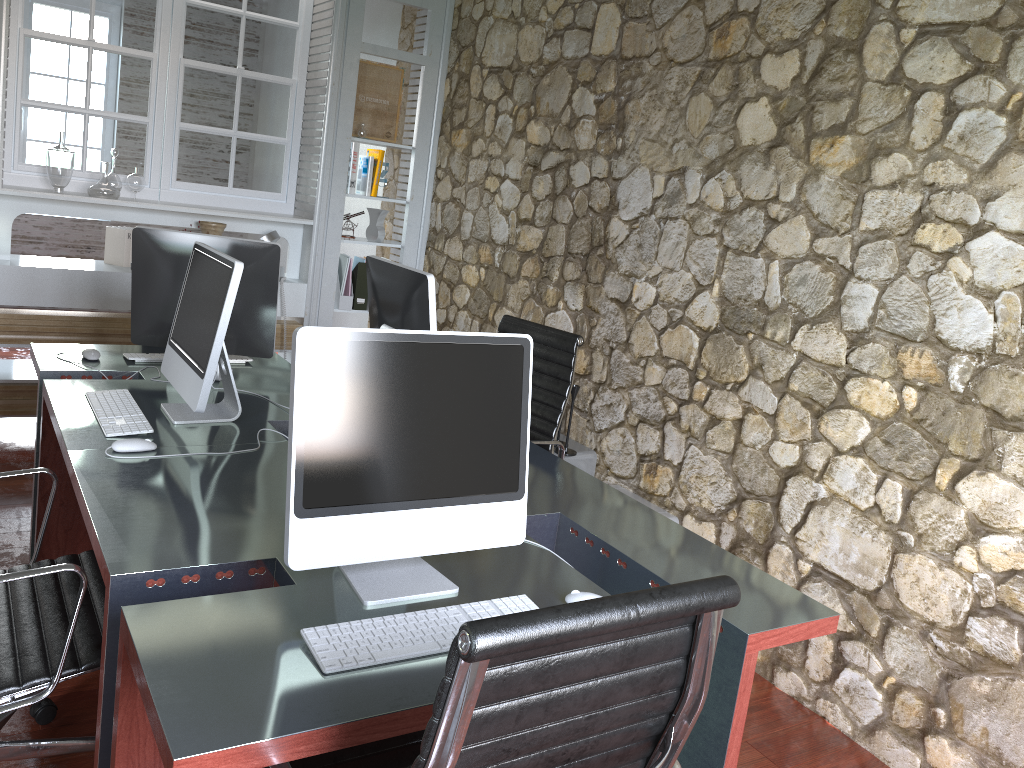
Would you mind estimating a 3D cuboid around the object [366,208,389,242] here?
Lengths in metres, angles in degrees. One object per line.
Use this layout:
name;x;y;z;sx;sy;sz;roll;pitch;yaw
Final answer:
object;-0.790;-0.923;5.155;0.127;0.187;0.063;13;11;29

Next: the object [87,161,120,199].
object;-1.993;-0.986;4.331;0.149;0.199;0.148;16;13;39

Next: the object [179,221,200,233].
object;-1.655;-0.701;4.559;0.129;0.285;0.128;12;10;23

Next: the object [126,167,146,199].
object;-1.938;-1.020;4.559;0.095;0.186;0.094;14;11;31

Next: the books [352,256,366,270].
books;-0.915;-0.595;5.173;0.039;0.286;0.196;3;11;-28

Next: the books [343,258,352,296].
books;-0.965;-0.598;5.161;0.022;0.286;0.196;4;11;-25

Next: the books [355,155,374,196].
books;-0.849;-1.201;5.105;0.026;0.221;0.163;2;11;-33

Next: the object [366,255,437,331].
object;-0.391;-0.152;2.893;0.189;0.481;0.488;2;12;-33

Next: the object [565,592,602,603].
object;0.151;0.413;1.674;0.107;0.028;0.059;13;13;25

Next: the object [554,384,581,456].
object;0.242;0.147;3.676;0.095;0.286;0.096;1;12;-37

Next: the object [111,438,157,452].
object;-0.944;0.151;2.214;0.106;0.028;0.059;0;14;-34

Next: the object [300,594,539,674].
object;-0.130;0.418;1.504;0.438;0.017;0.120;0;14;-33

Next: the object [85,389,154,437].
object;-1.110;0.076;2.491;0.118;0.017;0.443;0;14;-32

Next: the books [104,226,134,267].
books;-2.019;-0.720;4.640;0.143;0.192;0.151;12;11;22

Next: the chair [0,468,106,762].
chair;-1.090;0.449;1.854;0.699;1.014;0.671;0;13;-38

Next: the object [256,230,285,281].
object;-1.343;-0.706;4.823;0.166;0.270;0.189;8;10;2

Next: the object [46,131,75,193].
object;-2.188;-1.062;4.286;0.129;0.313;0.130;6;9;-8

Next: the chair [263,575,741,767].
chair;-0.113;0.685;1.363;0.664;1.014;0.706;2;11;-29

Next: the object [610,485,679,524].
object;0.359;0.631;3.443;0.362;0.384;0.404;1;12;-33

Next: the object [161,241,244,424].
object;-0.878;-0.145;2.553;0.189;0.481;0.488;2;12;-33

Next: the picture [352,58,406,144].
picture;-0.776;-1.596;5.009;0.326;0.431;0.009;1;11;-33

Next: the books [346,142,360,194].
books;-0.944;-1.237;5.066;0.042;0.284;0.218;2;12;-33

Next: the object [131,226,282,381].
object;-1.055;-0.269;3.023;0.483;0.481;0.191;6;9;-8

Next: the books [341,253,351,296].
books;-0.992;-0.606;5.155;0.038;0.293;0.182;4;11;-25

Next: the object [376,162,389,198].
object;-0.763;-1.216;5.166;0.078;0.247;0.116;2;11;-33

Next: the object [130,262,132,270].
object;-1.881;-0.587;4.446;0.066;0.040;0.066;11;11;14

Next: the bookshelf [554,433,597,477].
bookshelf;-0.160;0.368;4.181;0.436;0.456;1.206;1;13;-32

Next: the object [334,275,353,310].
object;-0.980;-0.586;5.135;0.078;0.275;0.241;3;11;-25

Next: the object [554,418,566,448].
object;0.214;0.121;3.779;0.095;0.286;0.095;10;10;16

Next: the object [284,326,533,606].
object;-0.193;0.137;1.667;0.483;0.481;0.191;1;12;-33

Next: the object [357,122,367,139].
object;-0.831;-1.408;4.916;0.056;0.089;0.056;2;11;-30

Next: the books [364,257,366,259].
books;-0.844;-0.600;5.221;0.045;0.280;0.182;3;11;-27

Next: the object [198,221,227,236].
object;-1.587;-0.710;4.660;0.143;0.276;0.145;4;10;-19

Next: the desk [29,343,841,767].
desk;-0.579;0.514;2.553;1.299;0.721;2.532;0;14;-32

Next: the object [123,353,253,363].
object;-1.184;-0.098;3.252;0.438;0.017;0.120;0;14;-33

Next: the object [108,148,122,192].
object;-2.005;-1.050;4.453;0.088;0.269;0.089;1;12;-38

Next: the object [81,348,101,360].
object;-1.463;-0.105;3.080;0.059;0.028;0.107;0;14;-34

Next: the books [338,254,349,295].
books;-1.003;-0.602;5.143;0.037;0.285;0.196;4;11;-25

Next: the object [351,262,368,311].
object;-0.911;-0.589;5.194;0.078;0.275;0.248;3;11;-28

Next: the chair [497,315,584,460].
chair;-0.150;0.290;3.197;0.699;1.014;0.671;0;12;-37

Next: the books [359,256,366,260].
books;-0.883;-0.594;5.190;0.009;0.286;0.196;3;11;-28

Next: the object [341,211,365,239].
object;-0.936;-0.914;5.031;0.177;0.160;0.093;7;10;-5

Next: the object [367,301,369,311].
object;-0.822;-0.580;5.209;0.078;0.275;0.241;3;11;-27

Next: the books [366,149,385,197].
books;-0.811;-1.223;5.122;0.055;0.266;0.194;2;12;-33
